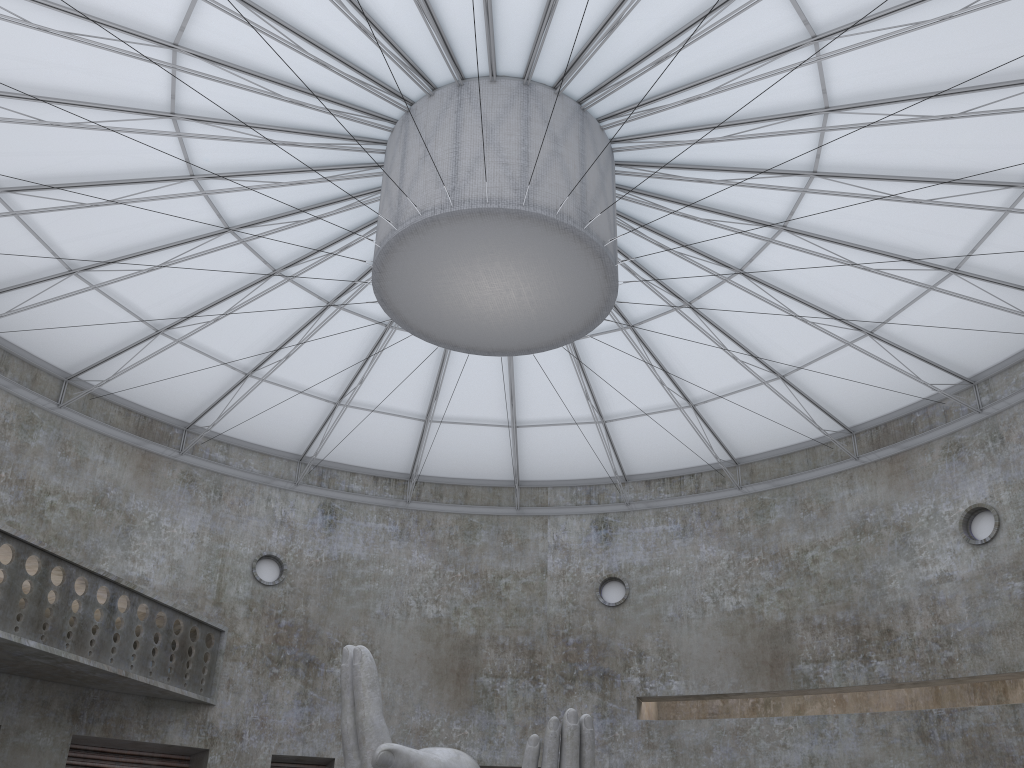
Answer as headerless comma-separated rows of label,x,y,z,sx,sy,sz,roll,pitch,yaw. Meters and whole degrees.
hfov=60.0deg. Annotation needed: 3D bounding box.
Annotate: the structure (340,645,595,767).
structure,1.445,8.298,18.261,10.801,5.583,15.871,15,-31,-23
